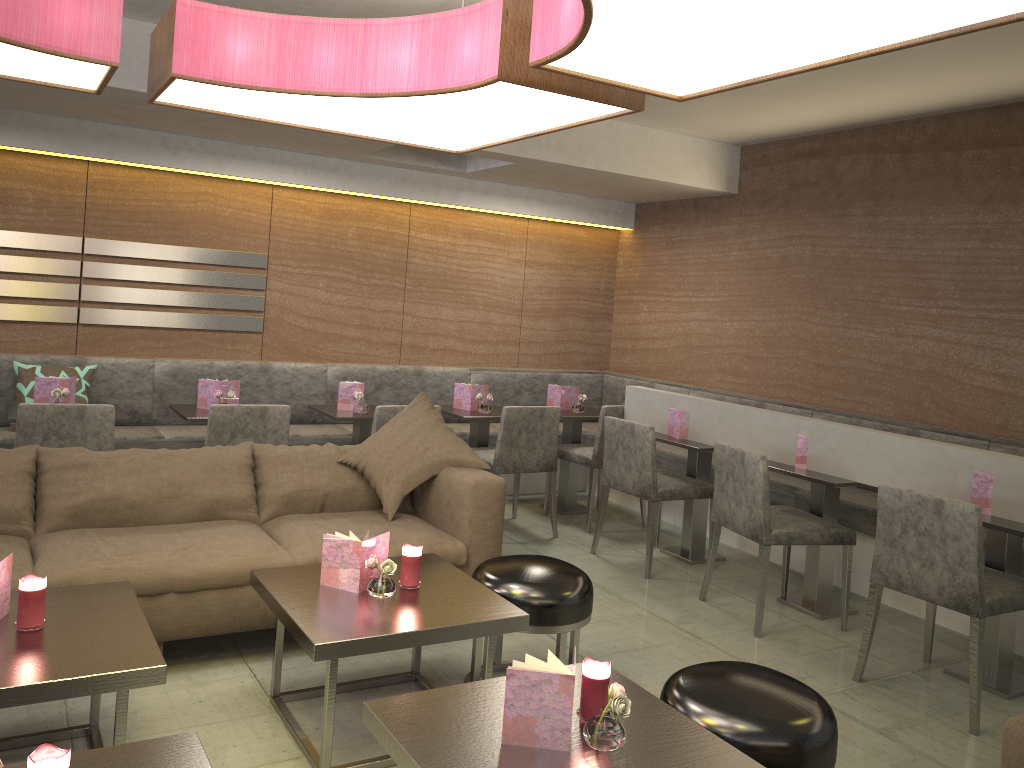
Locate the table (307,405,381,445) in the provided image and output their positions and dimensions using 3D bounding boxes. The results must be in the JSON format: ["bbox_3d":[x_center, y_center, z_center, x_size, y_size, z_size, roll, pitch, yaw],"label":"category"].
[{"bbox_3d":[-0.873,0.479,5.082,0.505,0.653,0.508,3,3,-31],"label":"table"}]

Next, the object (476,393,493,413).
[{"bbox_3d":[-0.168,0.114,5.385,0.106,0.125,0.093,4,2,1],"label":"object"}]

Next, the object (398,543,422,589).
[{"bbox_3d":[-0.320,0.576,2.803,0.076,0.128,0.075,5,2,22],"label":"object"}]

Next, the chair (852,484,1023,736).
[{"bbox_3d":[1.635,0.771,3.267,0.491,0.761,0.479,3,2,-34],"label":"chair"}]

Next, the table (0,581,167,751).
[{"bbox_3d":[-1.284,0.831,2.221,0.656,0.411,0.661,2,5,-31],"label":"table"}]

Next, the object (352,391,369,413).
[{"bbox_3d":[-0.850,0.101,4.990,0.095,0.125,0.105,3,3,-30],"label":"object"}]

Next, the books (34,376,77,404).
[{"bbox_3d":[-2.247,0.044,4.350,0.143,0.164,0.158,4,3,-11],"label":"books"}]

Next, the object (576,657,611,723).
[{"bbox_3d":[0.186,0.687,1.984,0.076,0.128,0.075,5,2,22],"label":"object"}]

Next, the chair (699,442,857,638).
[{"bbox_3d":[1.198,0.672,4.011,0.491,0.761,0.479,3,2,-19],"label":"chair"}]

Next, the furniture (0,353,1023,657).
[{"bbox_3d":[-0.595,0.511,3.840,5.638,0.851,4.278,1,6,-31],"label":"furniture"}]

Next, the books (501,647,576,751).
[{"bbox_3d":[0.060,0.673,1.913,0.143,0.164,0.158,4,3,4],"label":"books"}]

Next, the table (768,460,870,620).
[{"bbox_3d":[1.462,0.730,4.171,0.505,0.653,0.508,3,3,-31],"label":"table"}]

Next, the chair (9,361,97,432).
[{"bbox_3d":[-2.521,0.081,4.868,0.426,0.395,0.220,2,2,-30],"label":"chair"}]

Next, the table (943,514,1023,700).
[{"bbox_3d":[1.897,0.828,3.433,0.505,0.653,0.508,3,3,-31],"label":"table"}]

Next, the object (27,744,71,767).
[{"bbox_3d":[-0.764,0.667,1.453,0.076,0.128,0.075,5,2,32],"label":"object"}]

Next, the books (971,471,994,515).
[{"bbox_3d":[1.871,0.422,3.439,0.143,0.164,0.157,6,3,29],"label":"books"}]

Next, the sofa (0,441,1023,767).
[{"bbox_3d":[-0.845,0.765,1.865,3.174,0.674,3.785,1,6,-31],"label":"sofa"}]

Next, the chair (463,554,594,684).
[{"bbox_3d":[0.058,0.835,3.030,0.424,0.450,0.422,6,4,40],"label":"chair"}]

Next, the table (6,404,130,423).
[{"bbox_3d":[-2.189,0.456,4.302,0.505,0.653,0.508,3,3,-31],"label":"table"}]

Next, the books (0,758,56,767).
[{"bbox_3d":[-0.845,0.656,1.376,0.143,0.164,0.258,5,4,23],"label":"books"}]

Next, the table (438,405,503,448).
[{"bbox_3d":[-0.215,0.491,5.472,0.505,0.653,0.508,3,3,-31],"label":"table"}]

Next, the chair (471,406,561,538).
[{"bbox_3d":[-0.027,0.479,5.171,0.476,0.761,0.494,3,2,-31],"label":"chair"}]

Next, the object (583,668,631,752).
[{"bbox_3d":[0.201,0.697,1.913,0.095,0.125,0.194,4,4,1],"label":"object"}]

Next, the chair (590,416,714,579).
[{"bbox_3d":[0.772,0.575,4.747,0.491,0.761,0.479,3,2,-32],"label":"chair"}]

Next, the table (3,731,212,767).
[{"bbox_3d":[-0.775,0.946,1.359,0.656,0.411,0.661,2,5,-31],"label":"table"}]

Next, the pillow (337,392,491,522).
[{"bbox_3d":[-0.425,0.298,3.771,0.620,0.512,0.300,3,2,-17],"label":"pillow"}]

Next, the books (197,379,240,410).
[{"bbox_3d":[-1.575,0.056,4.748,0.143,0.164,0.157,5,3,24],"label":"books"}]

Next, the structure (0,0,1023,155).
[{"bbox_3d":[-0.611,-1.085,1.795,2.442,0.617,2.455,1,6,-31],"label":"structure"}]

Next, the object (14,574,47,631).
[{"bbox_3d":[-1.233,0.559,2.270,0.076,0.128,0.075,5,2,32],"label":"object"}]

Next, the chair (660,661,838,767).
[{"bbox_3d":[0.565,0.949,2.169,0.422,0.450,0.424,2,3,-34],"label":"chair"}]

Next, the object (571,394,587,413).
[{"bbox_3d":[0.435,0.124,5.748,0.098,0.125,0.099,5,3,30],"label":"object"}]

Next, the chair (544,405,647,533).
[{"bbox_3d":[0.548,0.485,5.565,0.476,0.761,0.494,3,2,-34],"label":"chair"}]

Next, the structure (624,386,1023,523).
[{"bbox_3d":[1.351,0.268,4.285,0.094,0.231,2.501,3,5,-31],"label":"structure"}]

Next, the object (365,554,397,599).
[{"bbox_3d":[-0.394,0.582,2.691,0.106,0.129,0.095,5,2,19],"label":"object"}]

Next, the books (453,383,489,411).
[{"bbox_3d":[-0.257,0.080,5.529,0.143,0.164,0.157,6,4,39],"label":"books"}]

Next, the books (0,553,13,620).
[{"bbox_3d":[-1.392,0.536,2.268,0.143,0.164,0.158,4,3,-11],"label":"books"}]

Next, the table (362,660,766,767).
[{"bbox_3d":[0.098,0.961,1.877,0.656,0.411,0.661,2,5,-31],"label":"table"}]

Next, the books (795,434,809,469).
[{"bbox_3d":[1.434,0.322,4.198,0.143,0.164,0.157,5,3,24],"label":"books"}]

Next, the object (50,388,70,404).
[{"bbox_3d":[-2.165,0.077,4.213,0.092,0.125,0.110,4,3,2],"label":"object"}]

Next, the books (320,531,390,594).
[{"bbox_3d":[-0.496,0.552,2.798,0.143,0.164,0.157,5,3,24],"label":"books"}]

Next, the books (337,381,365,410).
[{"bbox_3d":[-0.935,0.068,5.128,0.143,0.164,0.158,4,3,-11],"label":"books"}]

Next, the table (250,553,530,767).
[{"bbox_3d":[-0.410,0.847,2.739,0.656,0.411,0.661,2,5,-31],"label":"table"}]

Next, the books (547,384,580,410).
[{"bbox_3d":[0.341,0.090,5.893,0.157,0.164,0.143,2,3,-36],"label":"books"}]

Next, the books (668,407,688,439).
[{"bbox_3d":[0.976,0.223,4.926,0.157,0.164,0.143,3,3,-16],"label":"books"}]

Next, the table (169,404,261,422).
[{"bbox_3d":[-1.531,0.468,4.692,0.505,0.653,0.508,3,3,-31],"label":"table"}]

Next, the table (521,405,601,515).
[{"bbox_3d":[0.383,0.502,5.826,0.505,0.653,0.508,3,3,-31],"label":"table"}]

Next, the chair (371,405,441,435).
[{"bbox_3d":[-0.688,0.465,4.801,0.476,0.761,0.494,3,2,-35],"label":"chair"}]

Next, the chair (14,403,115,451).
[{"bbox_3d":[-2.032,0.440,4.019,0.476,0.761,0.494,3,2,-24],"label":"chair"}]

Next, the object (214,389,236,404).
[{"bbox_3d":[-1.496,0.090,4.603,0.102,0.125,0.094,5,3,23],"label":"object"}]

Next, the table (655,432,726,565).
[{"bbox_3d":[1.027,0.631,4.909,0.505,0.653,0.508,3,3,-31],"label":"table"}]

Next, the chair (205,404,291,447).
[{"bbox_3d":[-1.371,0.452,4.404,0.476,0.761,0.494,3,2,-28],"label":"chair"}]
